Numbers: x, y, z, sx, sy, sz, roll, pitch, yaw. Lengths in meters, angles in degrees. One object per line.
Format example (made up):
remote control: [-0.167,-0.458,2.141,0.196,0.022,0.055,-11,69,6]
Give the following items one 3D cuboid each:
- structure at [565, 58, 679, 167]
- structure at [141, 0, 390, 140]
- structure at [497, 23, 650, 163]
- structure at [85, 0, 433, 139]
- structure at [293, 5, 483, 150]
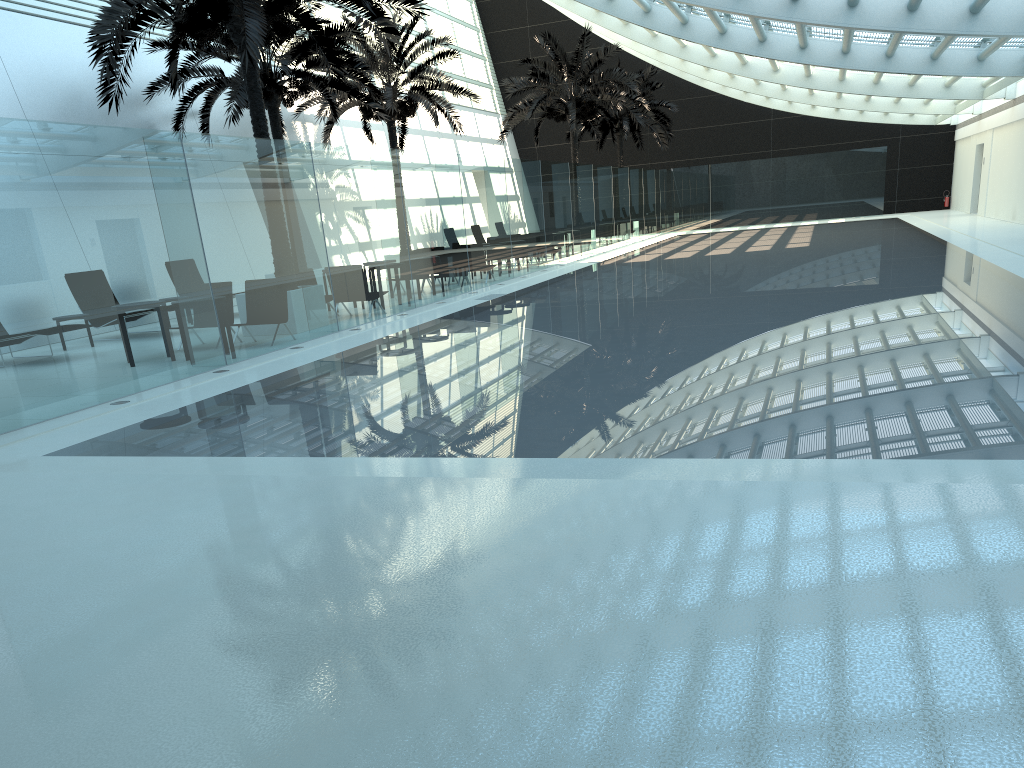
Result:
structure: [4.757,-9.863,36.930,4.457,7.365,4.568,-6,17,-2]
structure: [-5.103,-5.310,18.962,4.641,7.171,4.063,-6,18,-1]
structure: [2.141,-8.207,29.751,4.826,7.366,4.216,-1,18,13]
structure: [-3.945,-4.316,12.855,4.760,7.366,4.278,8,22,36]
structure: [-3.390,-6.555,24.314,4.522,7.235,4.174,-17,21,-35]
